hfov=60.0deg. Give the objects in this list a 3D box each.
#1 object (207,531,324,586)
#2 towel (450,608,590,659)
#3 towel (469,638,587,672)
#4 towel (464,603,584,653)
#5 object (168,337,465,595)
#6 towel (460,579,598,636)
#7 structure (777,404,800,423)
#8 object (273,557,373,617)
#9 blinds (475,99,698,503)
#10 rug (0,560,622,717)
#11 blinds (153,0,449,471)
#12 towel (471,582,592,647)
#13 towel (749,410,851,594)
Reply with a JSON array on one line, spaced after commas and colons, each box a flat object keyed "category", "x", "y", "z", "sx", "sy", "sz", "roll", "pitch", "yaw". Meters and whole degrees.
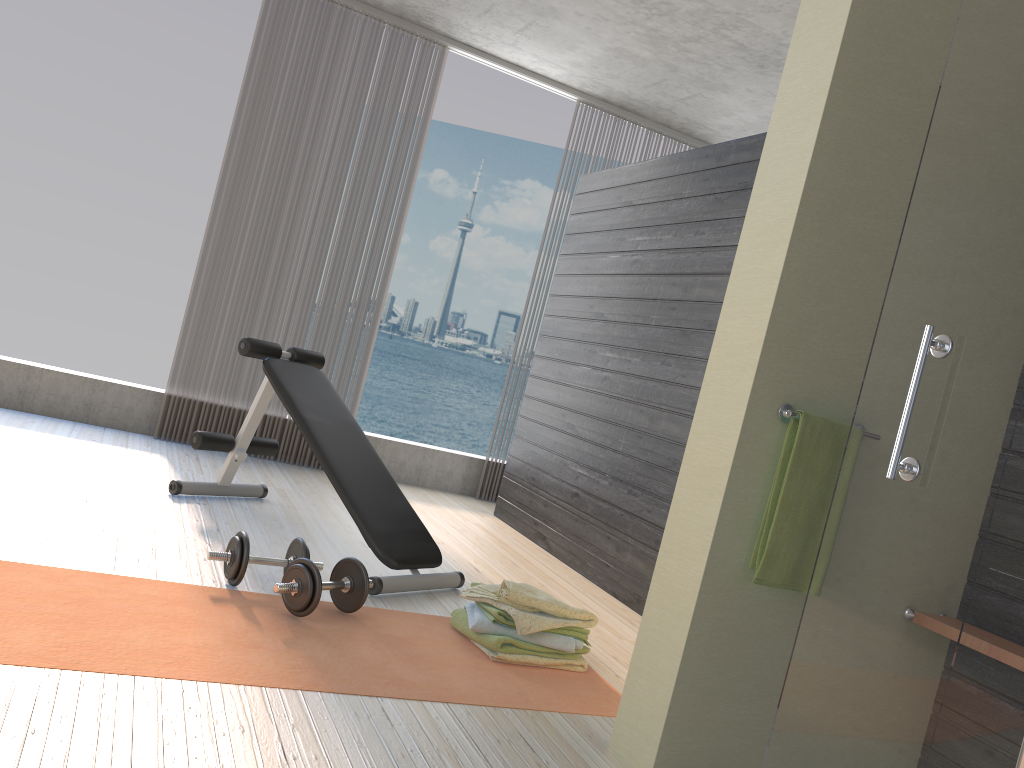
[{"category": "object", "x": -0.801, "y": 0.580, "z": 2.902, "sx": 0.385, "sy": 0.176, "sz": 0.176, "roll": 14, "pitch": 1, "yaw": -32}, {"category": "towel", "x": 0.020, "y": 0.829, "z": 2.943, "sx": 0.380, "sy": 0.081, "sz": 0.367, "roll": 14, "pitch": 1, "yaw": -26}, {"category": "towel", "x": 0.035, "y": 0.856, "z": 2.944, "sx": 0.376, "sy": 0.044, "sz": 0.371, "roll": 14, "pitch": 1, "yaw": -25}, {"category": "towel", "x": 0.033, "y": 0.806, "z": 2.966, "sx": 0.383, "sy": 0.078, "sz": 0.383, "roll": 14, "pitch": 1, "yaw": -6}, {"category": "object", "x": -0.755, "y": 0.280, "z": 3.666, "sx": 1.312, "sy": 0.746, "sz": 0.505, "roll": 15, "pitch": 1, "yaw": 36}, {"category": "towel", "x": 0.062, "y": 0.719, "z": 2.957, "sx": 0.384, "sy": 0.123, "sz": 0.373, "roll": 14, "pitch": 1, "yaw": -40}, {"category": "structure", "x": 0.785, "y": 0.101, "z": 2.189, "sx": 0.298, "sy": 0.046, "sz": 0.052, "roll": 14, "pitch": 1, "yaw": -23}, {"category": "object", "x": -0.580, "y": 0.629, "z": 2.762, "sx": 0.176, "sy": 0.176, "sz": 0.385, "roll": 15, "pitch": 1, "yaw": 38}, {"category": "blinds", "x": 0.591, "y": -0.443, "z": 6.111, "sx": 1.133, "sy": 2.744, "sz": 0.069, "roll": 14, "pitch": 1, "yaw": -23}, {"category": "rug", "x": -0.970, "y": 0.632, "z": 2.363, "sx": 2.779, "sy": 0.002, "sz": 0.716, "roll": 14, "pitch": 1, "yaw": -23}, {"category": "blinds", "x": -1.222, "y": -0.893, "z": 5.305, "sx": 1.133, "sy": 2.744, "sz": 0.069, "roll": 14, "pitch": 1, "yaw": -23}, {"category": "towel", "x": 0.060, "y": 0.775, "z": 2.983, "sx": 0.376, "sy": 0.085, "sz": 0.371, "roll": 14, "pitch": 1, "yaw": -18}, {"category": "towel", "x": 0.724, "y": 0.294, "z": 2.164, "sx": 0.214, "sy": 0.433, "sz": 0.070, "roll": 14, "pitch": 1, "yaw": -28}]
